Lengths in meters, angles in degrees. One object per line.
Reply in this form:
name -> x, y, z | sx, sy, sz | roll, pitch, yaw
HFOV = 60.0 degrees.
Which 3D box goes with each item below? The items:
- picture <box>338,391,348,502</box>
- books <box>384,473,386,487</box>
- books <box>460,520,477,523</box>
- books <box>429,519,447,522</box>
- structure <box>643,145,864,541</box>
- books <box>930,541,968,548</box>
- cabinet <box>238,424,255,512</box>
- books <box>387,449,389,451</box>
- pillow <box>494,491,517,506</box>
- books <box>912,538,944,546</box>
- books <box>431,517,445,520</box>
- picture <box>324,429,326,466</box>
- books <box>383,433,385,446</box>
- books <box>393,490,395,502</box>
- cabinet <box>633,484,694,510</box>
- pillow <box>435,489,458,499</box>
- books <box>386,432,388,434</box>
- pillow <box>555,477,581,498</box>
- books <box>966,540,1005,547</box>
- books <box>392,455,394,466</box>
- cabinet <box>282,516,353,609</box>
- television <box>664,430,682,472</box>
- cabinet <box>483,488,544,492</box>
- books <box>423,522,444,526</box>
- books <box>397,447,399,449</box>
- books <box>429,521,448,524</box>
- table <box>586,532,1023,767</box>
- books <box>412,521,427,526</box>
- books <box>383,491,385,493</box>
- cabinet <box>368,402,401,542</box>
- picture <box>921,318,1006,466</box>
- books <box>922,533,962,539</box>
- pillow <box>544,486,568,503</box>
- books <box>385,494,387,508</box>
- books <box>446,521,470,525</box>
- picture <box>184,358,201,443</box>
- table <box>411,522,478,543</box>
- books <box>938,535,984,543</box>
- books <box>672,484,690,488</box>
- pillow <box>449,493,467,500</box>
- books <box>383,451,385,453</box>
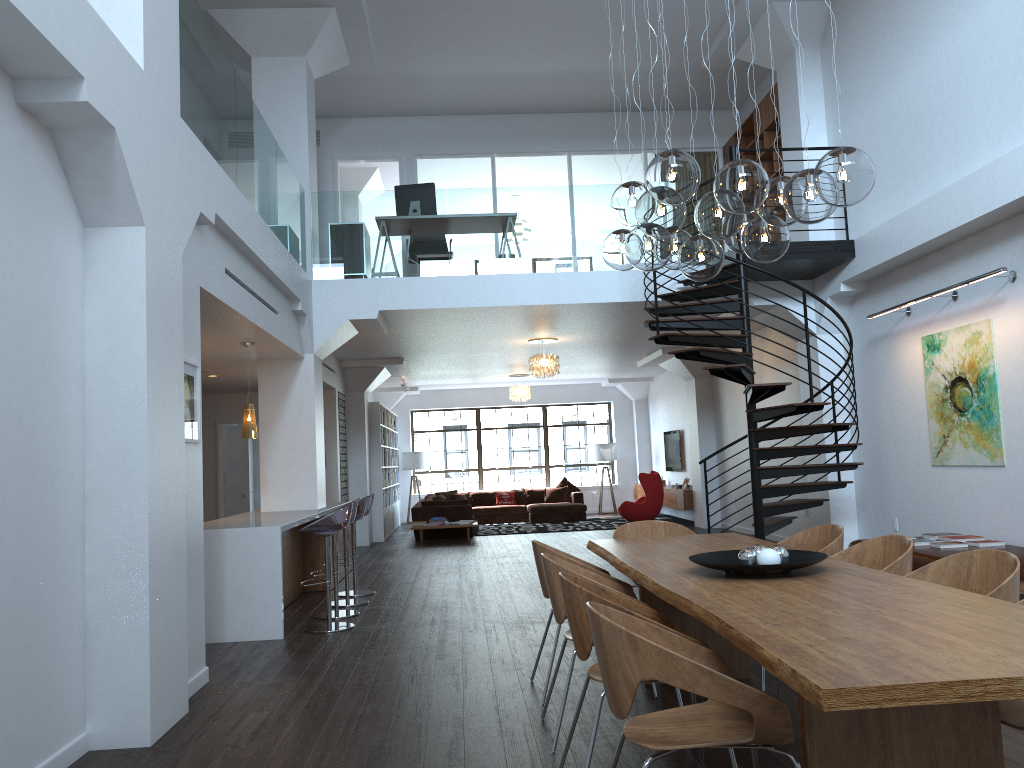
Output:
picture -> -2.657, 1.329, 14.032 | 0.021, 2.380, 0.800 | -2, -5, -3
books -> -2.420, 1.773, 16.353 | 0.183, 0.253, 0.034 | -2, -5, -4
books -> -0.772, 2.349, 15.173 | 0.256, 0.035, 0.350 | -5, -5, 22
books -> -1.268, 2.339, 15.216 | 0.279, 0.035, 0.191 | -3, -5, 6
structure -> 2.344, -0.241, 8.817 | 1.998, 4.352, 1.998 | 2, -7, -43
books -> 3.437, 1.265, 6.977 | 0.224, 0.032, 0.161 | -2, -5, -4
cabinet -> -4.863, 1.287, 14.739 | 0.527, 2.991, 2.630 | -2, -5, -4
books -> -2.462, 1.257, 16.836 | 0.223, 0.027, 0.161 | -3, -5, 6
pillow -> -0.142, 2.476, 19.153 | 0.465, 0.308, 0.220 | -2, -5, -7
books -> 3.364, 1.289, 7.237 | 0.247, 0.040, 0.185 | -3, -5, -1
books -> -1.265, 2.307, 15.217 | 0.224, 0.027, 0.157 | -3, -5, 1
picture -> -3.053, 0.944, 13.389 | 0.450, 0.600, 0.030 | -2, -5, -4
books -> -2.452, 1.033, 16.412 | 0.174, 0.240, 0.054 | -2, -5, -4
books -> -2.514, 2.332, 18.354 | 0.183, 0.253, 0.034 | -2, -5, -4
cabinet -> 3.114, 2.241, 17.861 | 0.459, 0.350, 4.501 | -2, -5, -4
pillow -> -1.339, 2.486, 19.036 | 0.580, 0.418, 0.334 | 0, -6, -30
books -> -2.504, 1.082, 17.244 | 0.176, 0.290, 0.053 | -2, -5, -4
pillow -> 1.135, 2.311, 19.290 | 0.651, 0.587, 0.335 | 0, -5, -25
books -> 3.720, 1.253, 6.969 | 0.224, 0.036, 0.161 | -2, -5, -9
books -> -2.553, 1.608, 18.559 | 0.140, 0.231, 0.042 | -2, -5, -4
cabinet -> -2.360, 1.776, 9.094 | 0.898, 0.796, 4.493 | -2, -5, -4
television -> 3.236, 1.355, 17.883 | 0.013, 0.816, 1.324 | -2, -5, -4
cabinet -> 0.118, 2.708, 20.048 | 1.520, 0.625, 0.350 | -2, -5, -4
books -> -1.308, 2.342, 14.805 | 0.236, 0.035, 0.340 | -5, -5, 21
books -> -2.668, 1.423, 19.618 | 0.284, 0.035, 0.197 | -5, -6, 26
books -> -1.261, 2.374, 15.210 | 0.312, 0.037, 0.216 | -1, -5, -14
table -> 1.094, 1.194, 3.845 | 1.012, 0.750, 3.803 | -2, -5, -3
books -> -1.575, 2.377, 15.131 | 0.241, 0.045, 0.334 | -2, -5, -2
books -> -2.355, 1.895, 15.550 | 0.223, 0.027, 0.161 | -3, -5, 6
cabinet -> -2.615, 1.719, 17.565 | 0.461, 2.414, 4.500 | -2, -5, -4
picture -> 3.897, 0.108, 7.709 | 0.010, 1.200, 1.095 | -2, -5, -4
books -> 3.697, 1.307, 7.617 | 0.254, 0.044, 0.183 | -2, -5, -9
pillow -> 0.943, 2.387, 19.106 | 0.542, 0.362, 0.248 | -4, -5, 17
books -> -2.400, 2.148, 16.293 | 0.183, 0.253, 0.042 | -2, -5, -4
books -> -0.906, 2.323, 14.821 | 0.342, 0.040, 0.231 | -6, -6, 36
picture -> -1.955, 0.100, 5.336 | 0.018, 0.500, 0.500 | -2, -5, -4
table -> -1.126, 2.498, 14.926 | 1.100, 0.271, 0.853 | -2, -5, -4
books -> 3.698, 1.278, 7.299 | 0.283, 0.043, 0.197 | -2, -5, -4
books -> 3.241, 1.967, 17.050 | 0.250, 0.053, 0.400 | -2, -5, -4
pillow -> -1.142, 2.488, 18.950 | 0.489, 0.337, 0.238 | 1, -6, -34
books -> -2.443, 1.397, 16.522 | 0.176, 0.294, 0.102 | -2, -5, -4
